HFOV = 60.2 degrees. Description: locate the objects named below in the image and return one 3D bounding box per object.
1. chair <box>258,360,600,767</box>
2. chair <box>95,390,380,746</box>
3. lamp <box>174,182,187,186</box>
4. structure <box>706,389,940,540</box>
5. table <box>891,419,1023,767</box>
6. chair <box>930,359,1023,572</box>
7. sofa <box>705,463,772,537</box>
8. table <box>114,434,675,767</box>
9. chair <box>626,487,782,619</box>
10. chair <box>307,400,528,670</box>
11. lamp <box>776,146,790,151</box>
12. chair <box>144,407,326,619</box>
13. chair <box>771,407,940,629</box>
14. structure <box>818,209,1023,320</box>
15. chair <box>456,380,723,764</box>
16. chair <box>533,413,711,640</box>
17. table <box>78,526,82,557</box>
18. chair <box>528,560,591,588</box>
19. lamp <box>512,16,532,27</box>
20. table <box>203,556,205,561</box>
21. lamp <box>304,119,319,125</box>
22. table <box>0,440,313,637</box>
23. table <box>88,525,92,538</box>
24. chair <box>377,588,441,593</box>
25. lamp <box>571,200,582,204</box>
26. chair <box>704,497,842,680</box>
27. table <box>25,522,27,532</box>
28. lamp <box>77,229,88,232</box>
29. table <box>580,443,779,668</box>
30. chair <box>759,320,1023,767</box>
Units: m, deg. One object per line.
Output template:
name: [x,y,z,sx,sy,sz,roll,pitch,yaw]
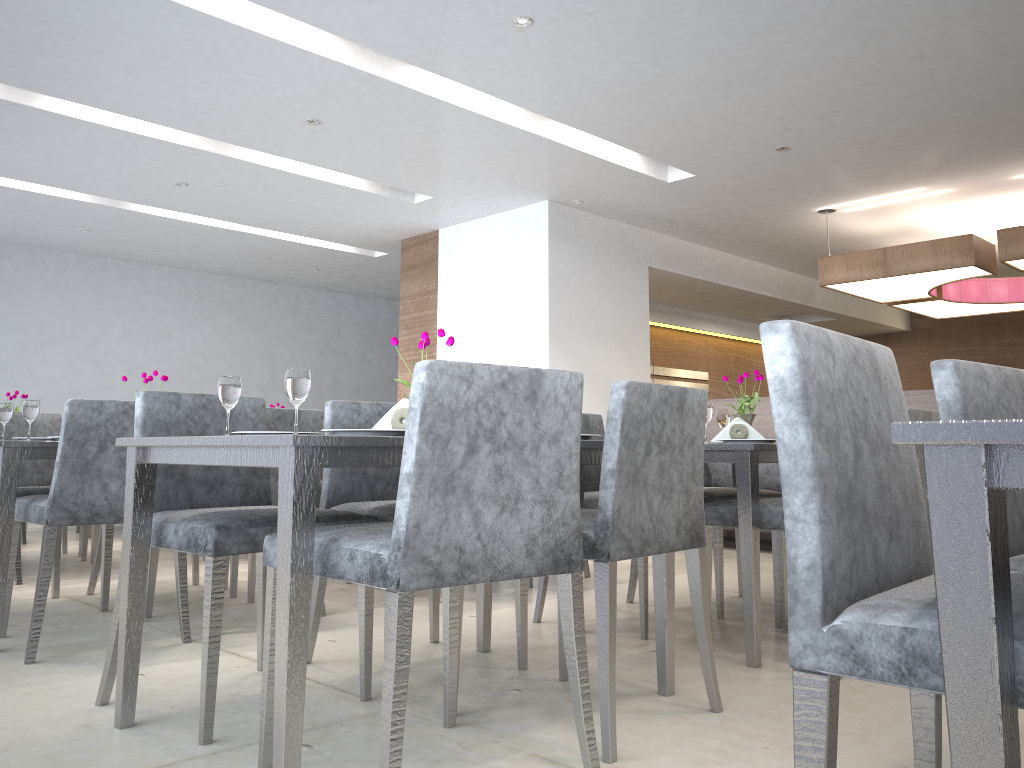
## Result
chair: [-0.158,0.360,1.717,0.475,0.771,0.489,6,-10,-39]
chair: [-0.674,0.397,2.219,0.490,0.771,0.474,-6,-10,40]
lamp: [-2.384,-1.436,6.355,0.089,0.007,0.088,0,-4,0]
structure: [2.777,0.540,5.520,3.756,1.019,0.222,-4,-9,45]
table: [1.036,0.365,0.890,1.183,0.641,0.773,6,-8,-44]
chair: [0.983,0.336,1.333,0.475,0.771,0.489,6,-10,-39]
sofa: [2.409,0.702,5.124,3.781,0.635,0.831,-4,-7,45]
table: [-0.228,0.457,2.150,1.183,0.641,0.773,6,-8,-44]
chair: [0.797,0.513,3.648,0.475,0.771,0.489,6,-10,-39]
chair: [-0.281,0.427,2.593,0.475,0.771,0.489,6,-10,-39]
lamp: [1.705,-1.479,5.560,0.089,0.007,0.088,0,-4,0]
chair: [-1.017,0.479,3.312,0.490,0.771,0.474,-6,-10,40]
chair: [1.253,0.479,3.180,0.490,0.771,0.474,-6,-10,40]
structure: [4.120,-1.065,6.947,2.434,0.625,2.431,5,-7,-45]
chair: [0.175,0.393,2.124,0.490,0.771,0.474,-6,-10,40]
chair: [0.404,0.483,3.275,0.490,0.771,0.474,-6,-10,40]
table: [-2.625,0.630,4.539,1.183,0.641,0.773,6,-8,-44]
chair: [0.061,0.565,4.368,0.490,0.771,0.474,-6,-10,40]
lamp: [0.045,-1.612,3.934,0.089,0.007,0.088,0,-4,0]
table: [-1.547,0.716,5.595,1.183,0.641,0.773,6,-8,-44]
lamp: [-1.165,-1.524,5.141,0.089,0.007,0.088,0,-4,0]
table: [-1.421,0.543,3.338,1.183,0.641,0.773,6,-8,-44]
table: [-2.801,0.806,6.844,1.183,0.641,0.773,6,-8,-44]
chair: [-0.273,0.532,3.961,0.475,0.771,0.489,6,-10,-39]
lamp: [0.494,-1.392,6.766,0.089,0.007,0.088,0,-4,0]
chair: [0.919,0.446,2.773,0.475,0.771,0.489,6,-10,-39]
table: [-3.879,0.720,5.788,1.183,0.641,0.773,6,-8,-44]
lamp: [-3.749,-1.338,7.715,0.089,0.007,0.088,0,-4,0]
table: [0.849,0.543,3.206,1.183,0.641,0.773,6,-8,-44]
chair: [0.590,0.305,0.959,0.490,0.771,0.474,-6,-10,40]
